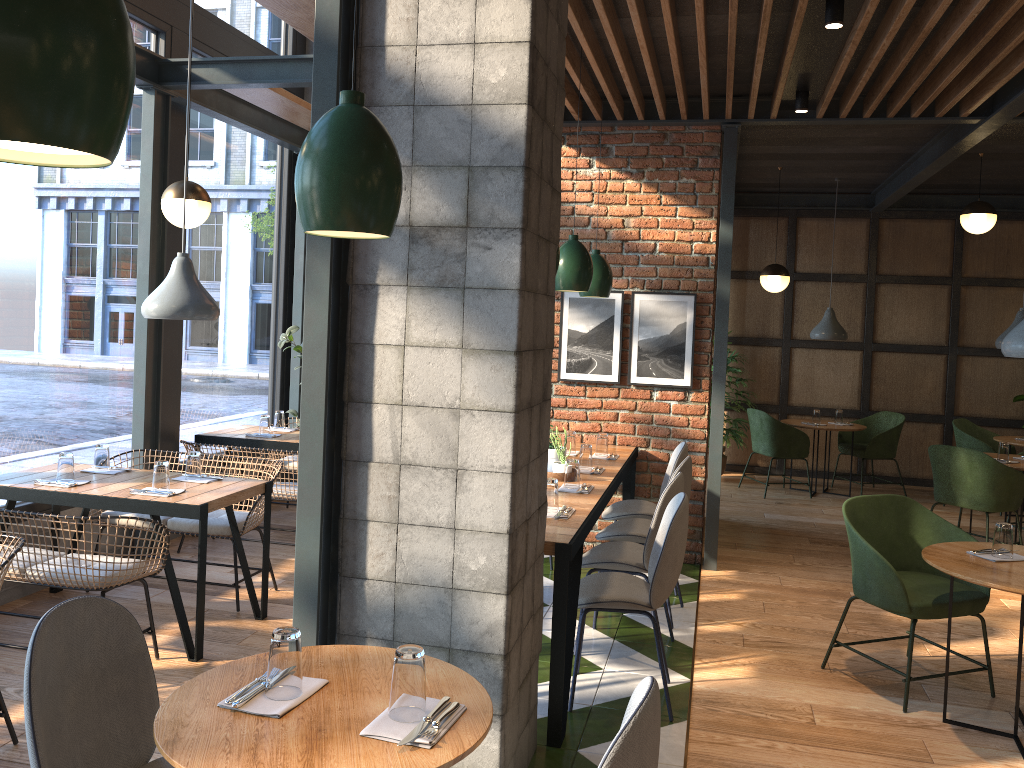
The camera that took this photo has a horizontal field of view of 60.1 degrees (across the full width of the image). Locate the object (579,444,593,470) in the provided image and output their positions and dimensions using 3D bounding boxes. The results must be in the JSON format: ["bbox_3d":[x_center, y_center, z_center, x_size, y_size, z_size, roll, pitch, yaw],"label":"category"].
[{"bbox_3d":[0.412,0.405,4.938,0.080,0.138,0.080,2,2,-14],"label":"object"}]

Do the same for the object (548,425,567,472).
[{"bbox_3d":[0.220,0.348,4.723,0.146,0.276,0.146,2,2,-6],"label":"object"}]

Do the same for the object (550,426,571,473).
[{"bbox_3d":[0.258,0.356,4.602,0.115,0.282,0.128,3,2,9],"label":"object"}]

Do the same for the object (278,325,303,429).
[{"bbox_3d":[-1.422,0.248,7.254,0.861,1.496,0.898,4,3,32],"label":"object"}]

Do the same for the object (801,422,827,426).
[{"bbox_3d":[2.949,0.386,8.671,0.157,0.019,0.243,1,4,-21],"label":"object"}]

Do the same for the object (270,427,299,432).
[{"bbox_3d":[-1.677,0.330,6.491,0.243,0.019,0.158,3,4,13],"label":"object"}]

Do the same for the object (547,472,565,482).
[{"bbox_3d":[0.233,0.469,4.675,0.251,0.046,0.254,1,4,-13],"label":"object"}]

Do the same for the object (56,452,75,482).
[{"bbox_3d":[-2.163,0.403,4.295,0.080,0.138,0.080,2,2,-12],"label":"object"}]

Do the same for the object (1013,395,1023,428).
[{"bbox_3d":[5.439,0.303,8.494,1.058,1.792,0.722,3,2,23],"label":"object"}]

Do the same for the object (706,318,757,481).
[{"bbox_3d":[2.075,0.142,9.251,0.978,1.720,0.915,2,2,-22],"label":"object"}]

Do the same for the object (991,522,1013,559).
[{"bbox_3d":[2.031,0.645,3.663,0.080,0.138,0.080,2,2,-5],"label":"object"}]

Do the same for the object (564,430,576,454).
[{"bbox_3d":[0.361,0.361,5.516,0.080,0.138,0.080,4,3,35],"label":"object"}]

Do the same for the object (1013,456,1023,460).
[{"bbox_3d":[3.951,0.570,6.716,0.157,0.019,0.243,1,4,-22],"label":"object"}]

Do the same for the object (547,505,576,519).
[{"bbox_3d":[0.179,0.545,3.787,0.157,0.019,0.243,3,4,13],"label":"object"}]

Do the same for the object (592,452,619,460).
[{"bbox_3d":[0.572,0.441,5.444,0.157,0.019,0.243,3,4,13],"label":"object"}]

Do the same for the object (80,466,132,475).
[{"bbox_3d":[-2.110,0.447,4.627,0.243,0.019,0.158,3,4,13],"label":"object"}]

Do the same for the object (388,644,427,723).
[{"bbox_3d":[-0.216,0.622,1.850,0.080,0.138,0.080,2,2,-19],"label":"object"}]

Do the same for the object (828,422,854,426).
[{"bbox_3d":[3.267,0.392,8.774,0.157,0.019,0.243,1,4,-21],"label":"object"}]

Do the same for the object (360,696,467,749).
[{"bbox_3d":[-0.203,0.690,1.825,0.157,0.019,0.243,4,4,18],"label":"object"}]

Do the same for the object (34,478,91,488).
[{"bbox_3d":[-2.179,0.470,4.276,0.243,0.019,0.158,4,4,15],"label":"object"}]

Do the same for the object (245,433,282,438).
[{"bbox_3d":[-1.738,0.351,6.162,0.243,0.019,0.158,3,4,12],"label":"object"}]

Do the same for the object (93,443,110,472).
[{"bbox_3d":[-2.133,0.381,4.608,0.080,0.138,0.080,3,2,16],"label":"object"}]

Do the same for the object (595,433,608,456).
[{"bbox_3d":[0.557,0.373,5.468,0.080,0.138,0.080,2,2,-14],"label":"object"}]

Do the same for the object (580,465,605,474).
[{"bbox_3d":[0.427,0.474,4.914,0.157,0.019,0.243,3,4,13],"label":"object"}]

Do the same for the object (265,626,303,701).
[{"bbox_3d":[-0.493,0.604,1.927,0.080,0.138,0.080,2,2,-9],"label":"object"}]

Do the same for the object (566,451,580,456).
[{"bbox_3d":[0.340,0.424,5.543,0.157,0.019,0.243,3,4,12],"label":"object"}]

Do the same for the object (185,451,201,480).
[{"bbox_3d":[-1.613,0.412,4.486,0.080,0.138,0.080,2,2,-12],"label":"object"}]

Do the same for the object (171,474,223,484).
[{"bbox_3d":[-1.589,0.478,4.505,0.243,0.019,0.158,4,4,15],"label":"object"}]

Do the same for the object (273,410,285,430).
[{"bbox_3d":[-1.700,0.264,6.472,0.080,0.138,0.080,2,2,-14],"label":"object"}]

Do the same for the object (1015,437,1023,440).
[{"bbox_3d":[4.737,0.502,8.110,0.242,0.019,0.158,0,5,-32],"label":"object"}]

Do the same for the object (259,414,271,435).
[{"bbox_3d":[-1.723,0.284,6.182,0.080,0.138,0.080,5,3,45],"label":"object"}]

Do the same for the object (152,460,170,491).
[{"bbox_3d":[-1.653,0.433,4.175,0.080,0.138,0.080,3,2,15],"label":"object"}]

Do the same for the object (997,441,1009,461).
[{"bbox_3d":[3.663,0.500,6.602,0.080,0.138,0.080,1,3,-39],"label":"object"}]

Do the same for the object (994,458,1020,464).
[{"bbox_3d":[3.634,0.565,6.606,0.157,0.019,0.243,1,4,-22],"label":"object"}]

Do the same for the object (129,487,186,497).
[{"bbox_3d":[-1.672,0.500,4.157,0.243,0.019,0.158,3,4,12],"label":"object"}]

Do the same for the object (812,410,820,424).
[{"bbox_3d":[2.978,0.321,8.667,0.080,0.138,0.080,2,2,-8],"label":"object"}]

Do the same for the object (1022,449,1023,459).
[{"bbox_3d":[3.924,0.502,6.725,0.080,0.138,0.080,1,3,-39],"label":"object"}]

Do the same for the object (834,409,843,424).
[{"bbox_3d":[3.241,0.324,8.784,0.080,0.138,0.080,2,2,-8],"label":"object"}]

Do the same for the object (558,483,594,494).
[{"bbox_3d":[0.313,0.509,4.357,0.157,0.019,0.243,3,4,13],"label":"object"}]

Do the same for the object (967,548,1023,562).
[{"bbox_3d":[2.041,0.709,3.693,0.242,0.019,0.158,1,4,-18],"label":"object"}]

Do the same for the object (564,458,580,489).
[{"bbox_3d":[0.298,0.441,4.381,0.080,0.138,0.080,2,2,-24],"label":"object"}]

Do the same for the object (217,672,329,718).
[{"bbox_3d":[-0.514,0.668,1.947,0.157,0.019,0.243,4,4,18],"label":"object"}]
